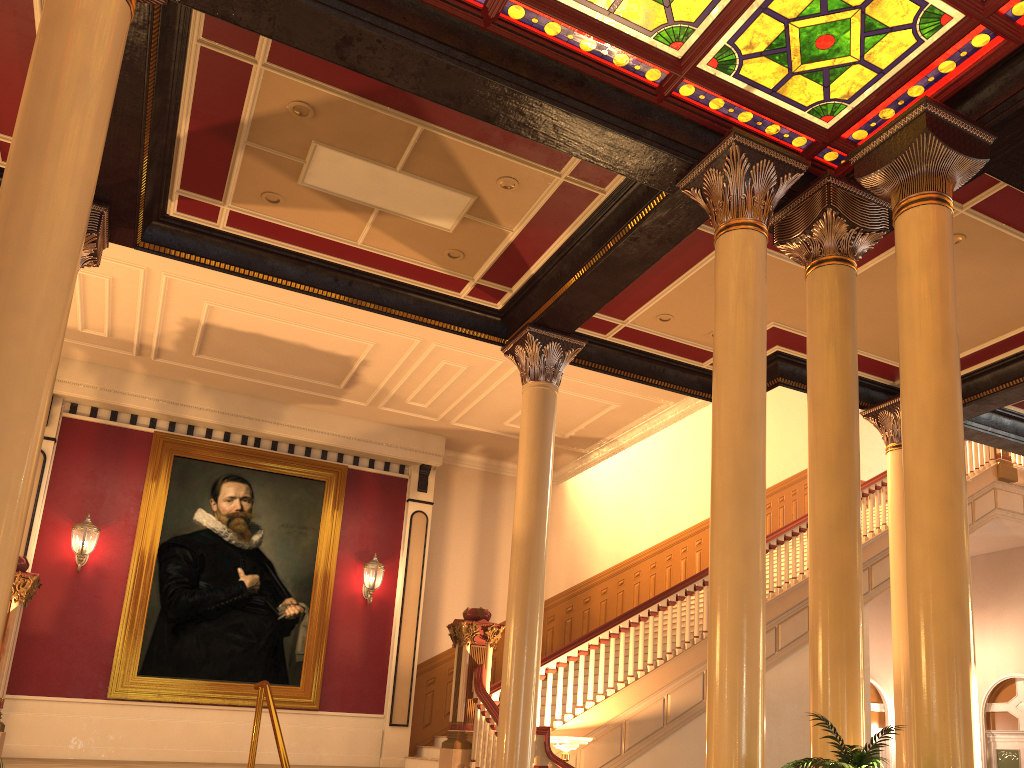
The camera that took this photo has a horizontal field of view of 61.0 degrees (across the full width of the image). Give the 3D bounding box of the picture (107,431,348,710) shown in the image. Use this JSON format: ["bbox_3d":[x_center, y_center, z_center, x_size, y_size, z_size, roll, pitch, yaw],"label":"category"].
[{"bbox_3d":[-3.640,2.496,11.540,2.656,3.316,0.055,12,-16,-26],"label":"picture"}]

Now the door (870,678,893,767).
[{"bbox_3d":[6.675,7.319,16.571,1.537,3.341,0.201,11,-16,-26],"label":"door"}]

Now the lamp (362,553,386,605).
[{"bbox_3d":[-1.967,2.744,12.228,0.331,0.701,0.395,10,-18,-24],"label":"lamp"}]

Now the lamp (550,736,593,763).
[{"bbox_3d":[0.478,4.493,8.532,0.587,1.933,0.597,5,-15,-7],"label":"lamp"}]

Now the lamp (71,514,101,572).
[{"bbox_3d":[-5.228,1.944,10.617,0.331,0.701,0.395,10,-18,-24],"label":"lamp"}]

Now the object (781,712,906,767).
[{"bbox_3d":[1.695,2.752,4.394,1.052,2.067,1.106,-3,-17,23],"label":"object"}]

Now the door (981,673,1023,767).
[{"bbox_3d":[8.794,6.728,14.937,0.210,3.340,1.476,9,-16,-22],"label":"door"}]

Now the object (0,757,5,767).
[{"bbox_3d":[-2.065,1.821,2.504,1.140,2.067,1.021,15,-19,-35],"label":"object"}]
